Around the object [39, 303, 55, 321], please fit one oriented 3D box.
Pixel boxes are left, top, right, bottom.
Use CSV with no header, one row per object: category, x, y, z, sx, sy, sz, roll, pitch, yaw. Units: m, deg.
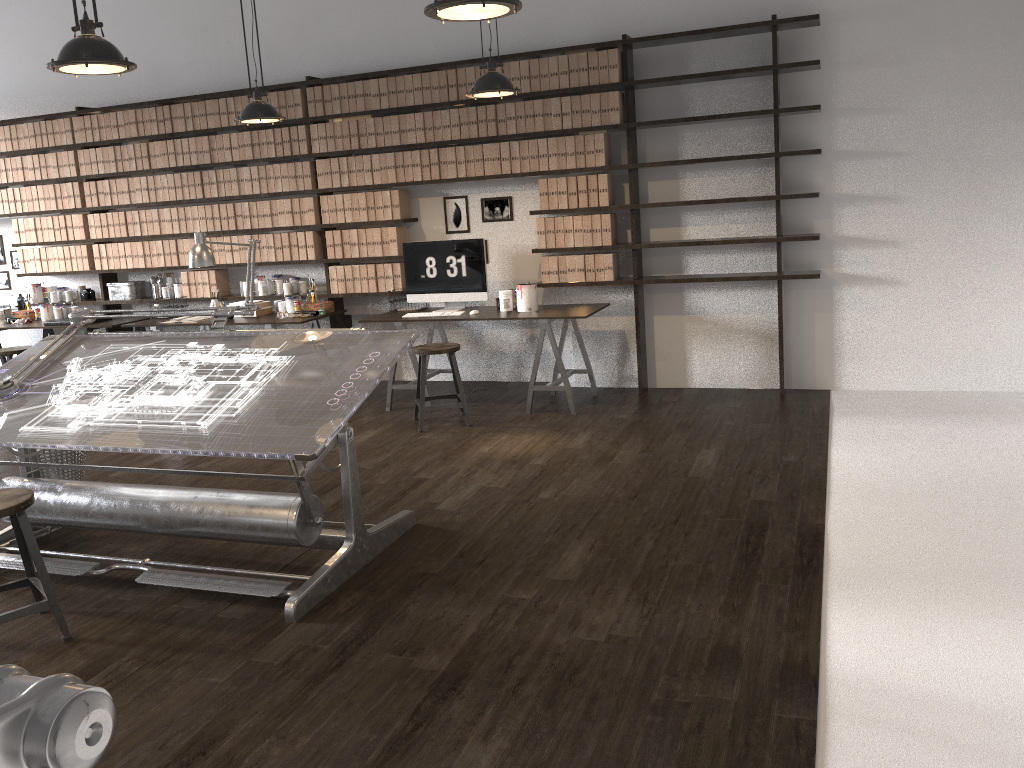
object,-4.123,-0.638,7.854,0.105,0.140,0.105,-2,10,13

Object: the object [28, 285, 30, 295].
object,-4.310,-0.773,7.916,0.007,0.226,0.021,2,10,32

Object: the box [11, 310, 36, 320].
box,-4.344,-0.614,7.925,0.212,0.082,0.139,0,12,20

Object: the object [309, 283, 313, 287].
object,-1.548,-0.712,6.872,0.038,0.152,0.008,-7,9,-20

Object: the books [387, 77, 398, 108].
books,-0.857,-2.177,6.641,0.066,0.224,0.176,-1,10,20

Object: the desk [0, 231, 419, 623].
desk,-1.458,0.051,3.824,2.068,1.376,1.086,0,11,20

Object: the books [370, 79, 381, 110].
books,-0.991,-2.178,6.689,0.066,0.224,0.176,-1,10,20

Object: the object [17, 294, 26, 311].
object,-4.454,-0.704,8.051,0.069,0.228,0.068,-1,9,18

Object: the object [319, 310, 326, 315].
object,-1.446,-0.546,6.758,0.049,0.037,0.049,1,12,24

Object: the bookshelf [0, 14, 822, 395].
bookshelf,-2.230,-0.842,7.486,9.175,3.182,0.376,0,10,20

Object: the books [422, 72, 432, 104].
books,-0.592,-2.174,6.537,0.067,0.224,0.176,-1,10,20

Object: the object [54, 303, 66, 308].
object,-4.041,-0.655,7.937,0.095,0.127,0.095,1,11,24

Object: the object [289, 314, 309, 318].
object,-1.602,-0.519,6.720,0.171,0.017,0.011,-6,10,-11

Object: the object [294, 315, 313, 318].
object,-1.589,-0.512,6.721,0.158,0.005,0.005,-7,11,-14

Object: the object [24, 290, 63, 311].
object,-4.223,-0.754,8.012,0.077,0.145,0.347,5,14,42

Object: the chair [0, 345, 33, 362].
chair,-4.011,-0.027,7.196,0.372,0.524,0.361,1,11,29

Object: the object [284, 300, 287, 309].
object,-1.797,-0.617,7.073,0.045,0.100,0.045,0,10,21

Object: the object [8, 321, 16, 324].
object,-4.366,-0.538,7.740,0.006,0.006,0.158,-4,12,0

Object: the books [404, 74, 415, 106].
books,-0.726,-2.176,6.591,0.066,0.224,0.176,-1,10,20

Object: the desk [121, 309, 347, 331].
desk,-2.181,-0.201,7.075,1.668,0.664,0.661,0,11,20

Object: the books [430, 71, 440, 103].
books,-0.531,-2.175,6.520,0.066,0.224,0.176,-1,10,20

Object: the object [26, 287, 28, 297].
object,-4.314,-0.760,7.894,0.007,0.212,0.055,-10,11,-33

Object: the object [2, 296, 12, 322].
object,-4.507,-0.671,7.907,0.069,0.228,0.068,-1,9,18

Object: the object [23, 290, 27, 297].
object,-4.324,-0.750,7.911,0.071,0.185,0.008,0,9,21

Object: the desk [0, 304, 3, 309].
desk,-5.392,-0.435,8.196,1.268,1.089,1.080,0,11,20

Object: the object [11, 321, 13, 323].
object,-4.369,-0.542,7.747,0.011,0.017,0.172,-11,14,-37

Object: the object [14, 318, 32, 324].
object,-4.264,-0.554,7.715,0.133,0.050,0.197,-13,15,-39

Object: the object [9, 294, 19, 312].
object,-4.483,-0.690,7.972,0.069,0.235,0.068,-1,9,18

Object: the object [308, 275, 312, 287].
object,-1.555,-0.739,6.878,0.055,0.212,0.007,1,10,27

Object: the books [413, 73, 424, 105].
books,-0.660,-2.175,6.563,0.066,0.224,0.176,-1,10,20

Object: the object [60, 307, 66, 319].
object,-3.993,-0.635,7.888,0.045,0.100,0.045,0,10,20

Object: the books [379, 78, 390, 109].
books,-0.924,-2.177,6.662,0.067,0.224,0.176,-1,10,20

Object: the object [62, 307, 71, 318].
object,-3.948,-0.630,7.852,0.063,0.093,0.063,-7,10,-20

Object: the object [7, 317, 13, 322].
object,-4.462,-0.571,7.878,0.049,0.037,0.049,-1,11,17

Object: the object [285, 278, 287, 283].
object,-1.837,-0.801,7.238,0.004,0.134,0.030,-1,9,16

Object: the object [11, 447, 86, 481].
object,-2.340,0.474,4.541,0.354,0.375,0.355,5,14,42

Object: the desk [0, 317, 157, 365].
desk,-3.835,-0.215,7.689,1.668,0.664,0.661,0,11,20

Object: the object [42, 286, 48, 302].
object,-4.324,-0.834,8.207,0.050,0.138,0.051,-1,10,18

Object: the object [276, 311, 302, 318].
object,-1.703,-0.533,6.765,0.197,0.050,0.133,-6,11,-8

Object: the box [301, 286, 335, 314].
box,-1.510,-0.651,6.863,0.212,0.205,0.139,0,10,21

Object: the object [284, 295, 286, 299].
object,-1.818,-0.648,7.138,0.029,0.132,0.004,0,10,25

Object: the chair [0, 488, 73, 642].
chair,-1.811,0.666,3.101,0.360,0.524,0.373,-12,13,-40

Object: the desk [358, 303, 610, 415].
desk,-0.174,-0.184,6.330,1.668,0.664,0.661,0,11,20

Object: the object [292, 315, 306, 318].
object,-1.609,-0.515,6.717,0.006,0.006,0.157,5,14,40

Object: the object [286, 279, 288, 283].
object,-1.830,-0.803,7.244,0.005,0.118,0.036,-1,9,17

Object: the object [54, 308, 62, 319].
object,-4.014,-0.622,7.831,0.062,0.093,0.062,-9,11,-29

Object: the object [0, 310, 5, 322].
object,-4.573,-0.608,7.928,0.068,0.103,0.069,1,11,25

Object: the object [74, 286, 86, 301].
object,-3.932,-0.806,8.050,0.107,0.160,0.237,-6,11,-13

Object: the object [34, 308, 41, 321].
object,-4.198,-0.617,7.843,0.049,0.111,0.049,-1,10,17

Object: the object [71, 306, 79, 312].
object,-3.888,-0.641,7.881,0.062,0.093,0.062,-7,10,-20

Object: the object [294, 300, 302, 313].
object,-1.670,-0.596,6.905,0.049,0.111,0.049,0,10,24

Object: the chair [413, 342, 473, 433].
chair,-0.477,0.011,5.838,0.358,0.524,0.374,-6,10,-11

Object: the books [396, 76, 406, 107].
books,-0.790,-2.177,6.619,0.066,0.224,0.176,-1,10,20

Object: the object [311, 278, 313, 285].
object,-1.543,-0.730,6.890,0.006,0.181,0.053,-8,10,-26

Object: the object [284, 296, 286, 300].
object,-1.813,-0.648,7.130,0.036,0.117,0.005,1,10,26
